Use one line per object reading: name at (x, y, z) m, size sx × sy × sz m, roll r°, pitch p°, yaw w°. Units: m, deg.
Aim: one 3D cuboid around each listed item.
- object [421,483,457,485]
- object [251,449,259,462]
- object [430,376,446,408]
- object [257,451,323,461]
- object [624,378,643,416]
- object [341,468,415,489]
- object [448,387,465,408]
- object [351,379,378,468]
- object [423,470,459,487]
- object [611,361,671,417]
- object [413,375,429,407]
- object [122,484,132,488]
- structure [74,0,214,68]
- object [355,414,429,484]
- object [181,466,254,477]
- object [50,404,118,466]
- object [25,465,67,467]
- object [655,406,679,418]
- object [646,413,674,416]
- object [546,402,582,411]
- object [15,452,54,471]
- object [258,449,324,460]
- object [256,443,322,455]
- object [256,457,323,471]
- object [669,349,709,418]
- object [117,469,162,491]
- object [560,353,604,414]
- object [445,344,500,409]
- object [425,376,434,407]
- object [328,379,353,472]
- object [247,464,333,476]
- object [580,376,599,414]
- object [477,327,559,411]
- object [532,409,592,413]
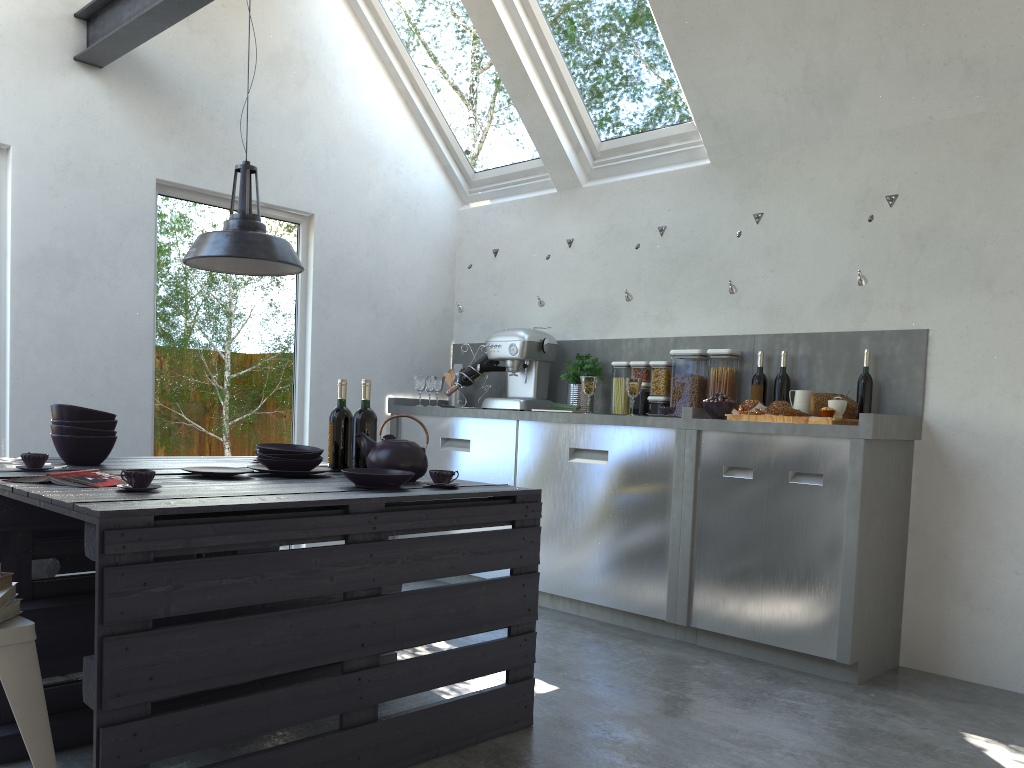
object at (-0.230, 0.319, 2.777) m, size 0.125 × 0.013 × 0.029 m, roll 4°, pitch -1°, yaw -33°
object at (-1.010, 0.293, 3.578) m, size 0.122 × 0.056 × 0.110 m, roll 2°, pitch -1°, yaw 32°
object at (-0.459, 0.048, 5.382) m, size 0.094 × 0.193 × 0.102 m, roll 2°, pitch 3°, yaw -23°
object at (-0.768, 0.266, 3.028) m, size 0.216 × 0.063 × 0.242 m, roll 4°, pitch -2°, yaw -41°
object at (0.613, 0.066, 4.440) m, size 0.104 × 0.193 × 0.093 m, roll 4°, pitch 3°, yaw 32°
object at (-0.415, 0.294, 2.703) m, size 0.227 × 0.047 × 0.231 m, roll 3°, pitch -2°, yaw -5°
object at (-0.359, 0.089, 5.640) m, size 0.106 × 0.132 × 0.107 m, roll 3°, pitch 1°, yaw -5°
object at (-0.537, 0.156, 3.194) m, size 0.089 × 0.346 × 0.093 m, roll 2°, pitch 3°, yaw -13°
object at (-0.227, 0.304, 2.818) m, size 0.123 × 0.056 × 0.109 m, roll 2°, pitch -1°, yaw 37°
object at (0.696, 0.030, 4.687) m, size 0.361 × 0.295 × 0.099 m, roll 3°, pitch 2°, yaw 44°
object at (-0.565, 0.044, 5.393) m, size 0.104 × 0.193 × 0.092 m, roll 5°, pitch 3°, yaw 38°
object at (-1.032, 0.270, 2.345) m, size 0.027 × 0.013 × 0.137 m, roll 3°, pitch -2°, yaw -22°
structure at (-1.745, -1.597, 3.862) m, size 2.673 × 0.209 × 0.128 m, roll 1°, pitch 0°, yaw 44°
object at (-0.388, 0.218, 2.956) m, size 0.205 × 0.233 × 0.224 m, roll 2°, pitch 1°, yaw -44°
object at (-0.962, 0.288, 2.859) m, size 0.221 × 0.019 × 0.248 m, roll 4°, pitch -2°, yaw -41°
object at (-1.513, 0.180, 3.091) m, size 0.201 × 0.215 × 0.205 m, roll 2°, pitch 1°, yaw -45°
object at (-1.489, 0.264, 2.799) m, size 0.130 × 0.013 × 0.028 m, roll 3°, pitch -1°, yaw -7°
object at (0.741, 0.134, 4.182) m, size 0.110 × 0.056 × 0.122 m, roll 3°, pitch -1°, yaw -31°
object at (0.705, 0.149, 4.163) m, size 0.137 × 0.013 × 0.026 m, roll 2°, pitch -1°, yaw 20°
object at (0.249, 0.122, 4.687) m, size 0.134 × 0.053 × 0.290 m, roll 3°, pitch -2°, yaw -32°
object at (-1.508, 0.245, 2.763) m, size 0.122 × 0.056 × 0.110 m, roll 2°, pitch -1°, yaw 32°
object at (-0.767, 0.253, 3.032) m, size 0.215 × 0.063 × 0.242 m, roll 4°, pitch -2°, yaw -41°
object at (-0.773, 0.241, 3.033) m, size 0.242 × 0.058 × 0.215 m, roll 1°, pitch -2°, yaw 44°
object at (-0.771, 0.281, 3.031) m, size 0.227 × 0.047 × 0.231 m, roll 3°, pitch -2°, yaw -5°
object at (0.911, 0.006, 4.502) m, size 0.185 × 0.356 × 0.120 m, roll 5°, pitch 4°, yaw 43°
object at (-0.990, 0.255, 2.327) m, size 0.109 × 0.056 × 0.123 m, roll 3°, pitch -1°, yaw -39°
object at (0.385, -0.004, 4.887) m, size 0.247 × 0.343 × 0.250 m, roll 3°, pitch 2°, yaw -3°
object at (-0.261, -0.048, 5.363) m, size 0.322 × 0.395 × 0.240 m, roll 2°, pitch 2°, yaw -16°
object at (-0.518, 0.050, 5.522) m, size 0.101 × 0.193 × 0.095 m, roll 3°, pitch 2°, yaw 15°
object at (-0.641, 0.154, 3.283) m, size 0.090 × 0.346 × 0.092 m, roll 2°, pitch 3°, yaw -8°
object at (-0.769, 0.302, 3.033) m, size 0.288 × 0.024 × 0.303 m, roll 3°, pitch -2°, yaw -15°
object at (0.391, 0.057, 4.469) m, size 0.099 × 0.193 × 0.097 m, roll 3°, pitch 2°, yaw 3°
object at (0.028, -0.092, 5.094) m, size 0.379 × 0.502 × 0.402 m, roll 4°, pitch 2°, yaw 44°
object at (0.264, 0.146, 4.674) m, size 0.278 × 0.012 × 0.170 m, roll 1°, pitch -2°, yaw 42°
